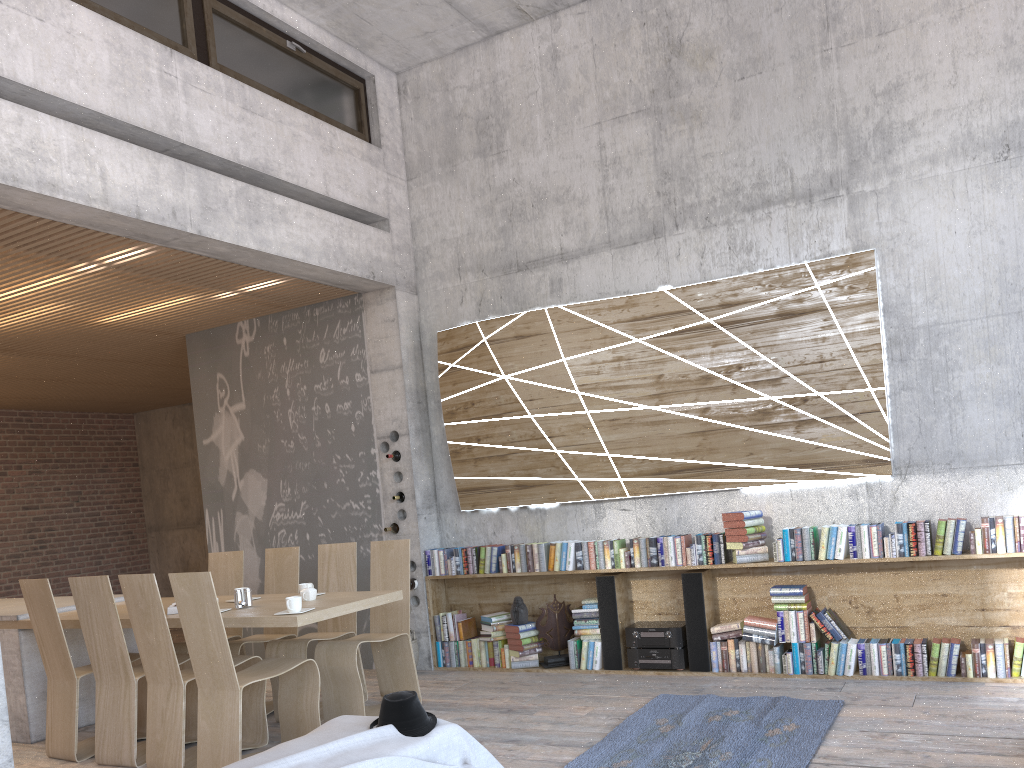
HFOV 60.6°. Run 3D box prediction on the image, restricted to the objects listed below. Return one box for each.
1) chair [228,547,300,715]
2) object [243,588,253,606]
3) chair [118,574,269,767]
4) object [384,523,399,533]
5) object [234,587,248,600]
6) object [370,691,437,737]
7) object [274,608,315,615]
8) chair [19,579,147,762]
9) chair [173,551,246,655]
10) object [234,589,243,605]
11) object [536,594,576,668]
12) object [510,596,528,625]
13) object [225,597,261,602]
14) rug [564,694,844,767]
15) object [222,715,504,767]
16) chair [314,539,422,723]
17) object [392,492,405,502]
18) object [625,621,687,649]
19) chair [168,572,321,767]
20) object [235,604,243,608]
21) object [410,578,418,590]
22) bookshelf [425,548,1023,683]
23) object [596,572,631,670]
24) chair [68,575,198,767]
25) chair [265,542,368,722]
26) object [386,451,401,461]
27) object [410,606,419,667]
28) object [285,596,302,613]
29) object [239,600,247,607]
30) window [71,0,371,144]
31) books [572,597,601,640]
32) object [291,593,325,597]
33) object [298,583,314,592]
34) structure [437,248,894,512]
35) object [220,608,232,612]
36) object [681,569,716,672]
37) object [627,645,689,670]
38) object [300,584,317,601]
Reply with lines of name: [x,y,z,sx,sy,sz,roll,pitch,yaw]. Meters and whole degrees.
chair: [-1.894,1.840,6.498,0.351,1.194,0.718,-5,0,28]
object: [-1.694,1.366,5.621,0.052,0.112,0.053,-5,0,-16]
chair: [-1.925,1.712,5.391,0.351,1.194,0.717,-5,0,33]
object: [-0.990,1.242,7.562,0.096,0.095,0.337,-7,-6,28]
object: [-1.866,1.456,6.069,0.093,0.088,0.117,-5,-4,3]
object: [-0.485,1.452,3.882,0.303,0.169,0.299,-7,-5,16]
object: [-1.259,1.322,5.084,0.186,0.014,0.186,-7,-7,15]
chair: [-2.797,1.855,5.901,0.351,1.194,0.717,-5,0,33]
chair: [-2.365,1.907,6.690,0.351,1.194,0.718,-5,0,22]
object: [-1.752,1.372,5.615,0.052,0.109,0.053,-5,0,-16]
object: [0.363,1.969,7.054,0.343,0.569,0.196,-5,1,-11]
object: [0.056,1.826,7.078,0.146,0.229,0.135,-6,0,26]
object: [-1.859,1.494,6.062,0.187,0.014,0.184,-11,-9,41]
rug: [0.800,1.907,4.299,1.170,0.049,2.913,-9,-8,28]
object: [-0.554,1.710,3.749,1.589,0.502,1.054,0,-7,-43]
chair: [-0.995,1.702,6.037,0.351,1.194,0.718,-5,0,28]
object: [-0.914,0.971,7.543,0.094,0.093,0.346,-7,-6,28]
object: [1.109,1.894,6.616,0.443,0.161,0.303,-8,-6,29]
chair: [-1.513,1.638,5.091,0.351,1.194,0.717,-5,0,32]
object: [-1.729,1.408,5.554,0.051,0.019,0.051,-6,-6,11]
object: [-0.804,1.707,7.542,0.096,0.095,0.337,-7,-6,28]
bookshelf: [1.693,1.672,6.294,5.360,0.804,0.301,-9,-1,29]
object: [0.801,1.851,6.805,0.153,0.760,0.271,-5,1,28]
chair: [-2.359,1.784,5.650,0.351,1.194,0.718,-5,0,25]
chair: [-1.414,1.775,6.324,0.351,1.194,0.718,-5,0,24]
object: [-0.965,0.616,7.498,0.091,0.090,0.334,-7,-6,28]
object: [-0.922,2.108,7.372,0.248,0.682,0.271,-5,1,-9]
object: [-1.258,1.278,5.070,0.093,0.088,0.118,-5,-4,-18]
object: [-1.710,1.394,5.567,0.051,0.045,0.051,-3,-4,-43]
window: [-3.221,-2.486,3.658,0.114,0.606,8.425,-4,-5,28]
books: [0.618,1.842,6.877,0.253,0.323,0.217,-6,-1,31]
object: [-1.388,1.435,5.941,0.186,0.014,0.185,-9,-8,32]
object: [-1.396,1.397,5.947,0.093,0.088,0.117,-5,-4,-7]
structure: [0.931,0.087,6.554,3.436,1.535,0.356,-8,0,29]
object: [-1.873,1.425,5.472,0.186,0.014,0.186,-7,-7,15]
object: [1.394,1.757,6.476,0.153,0.760,0.271,-5,1,28]
object: [1.127,2.055,6.626,0.443,0.163,0.292,-8,-6,29]
object: [-1.318,1.351,5.678,0.089,0.111,0.122,-6,-3,20]
